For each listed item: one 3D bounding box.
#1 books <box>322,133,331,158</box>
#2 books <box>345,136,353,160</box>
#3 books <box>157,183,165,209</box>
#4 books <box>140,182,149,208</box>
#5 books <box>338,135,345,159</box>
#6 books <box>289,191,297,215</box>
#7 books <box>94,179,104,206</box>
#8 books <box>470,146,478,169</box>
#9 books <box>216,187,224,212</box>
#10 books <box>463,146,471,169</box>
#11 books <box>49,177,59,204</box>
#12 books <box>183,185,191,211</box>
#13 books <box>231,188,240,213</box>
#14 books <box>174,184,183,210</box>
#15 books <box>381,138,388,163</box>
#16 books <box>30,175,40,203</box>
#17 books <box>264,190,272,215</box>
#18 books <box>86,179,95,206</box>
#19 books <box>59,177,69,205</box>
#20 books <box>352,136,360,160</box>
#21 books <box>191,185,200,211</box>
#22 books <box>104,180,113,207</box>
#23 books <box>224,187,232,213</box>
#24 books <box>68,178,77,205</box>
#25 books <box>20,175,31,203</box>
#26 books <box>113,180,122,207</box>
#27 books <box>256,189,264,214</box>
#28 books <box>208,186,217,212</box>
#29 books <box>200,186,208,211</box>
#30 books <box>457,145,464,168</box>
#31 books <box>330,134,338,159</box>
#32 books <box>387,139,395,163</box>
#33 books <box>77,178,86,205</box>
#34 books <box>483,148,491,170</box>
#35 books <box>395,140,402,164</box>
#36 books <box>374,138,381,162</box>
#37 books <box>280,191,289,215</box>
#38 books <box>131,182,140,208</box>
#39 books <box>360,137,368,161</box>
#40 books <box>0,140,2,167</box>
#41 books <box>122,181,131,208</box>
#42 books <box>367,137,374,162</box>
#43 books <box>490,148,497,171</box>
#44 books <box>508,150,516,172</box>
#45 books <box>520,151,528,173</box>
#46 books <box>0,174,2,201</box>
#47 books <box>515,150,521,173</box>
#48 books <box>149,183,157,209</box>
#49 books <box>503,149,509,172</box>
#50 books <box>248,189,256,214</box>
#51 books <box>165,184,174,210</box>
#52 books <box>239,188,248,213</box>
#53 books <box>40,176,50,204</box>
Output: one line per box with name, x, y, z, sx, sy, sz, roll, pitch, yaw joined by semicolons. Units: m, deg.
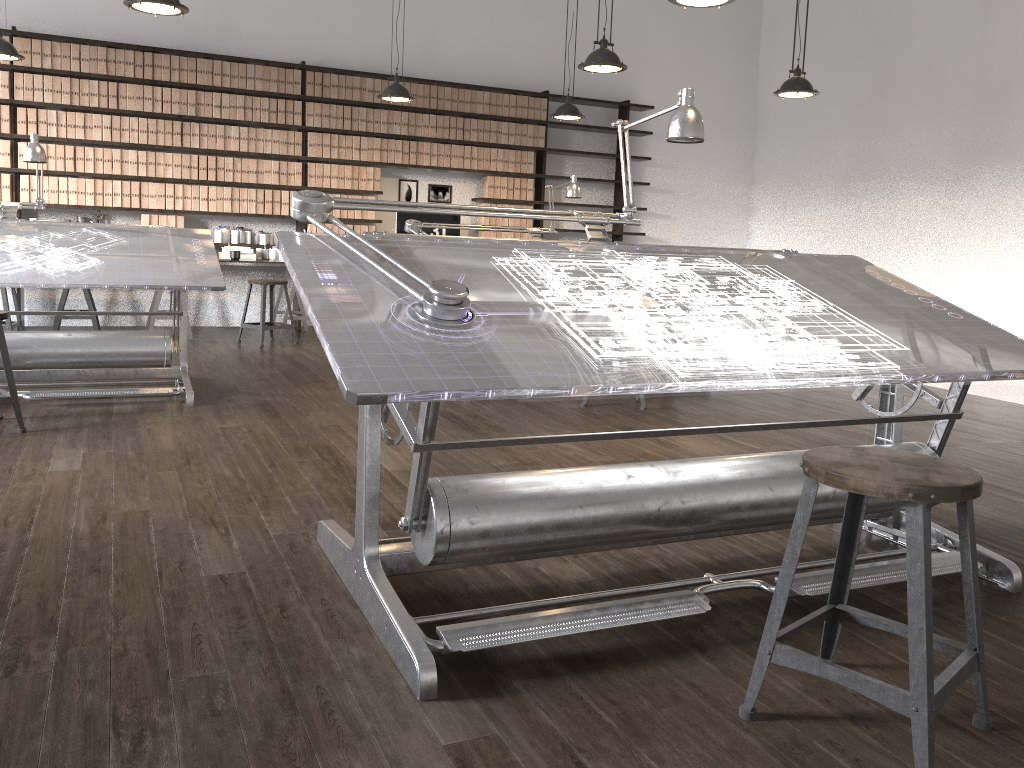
books;-1.755;-2.226;8.304;0.067;0.224;0.175;0;8;-24
books;-1.564;-2.232;8.395;0.067;0.224;0.175;0;8;-24
books;-3.086;-1.646;7.779;0.067;0.224;0.175;0;8;-24
books;-3.206;-1.644;7.732;0.067;0.224;0.175;0;8;-24
books;-1.628;-2.231;8.369;0.067;0.224;0.175;0;8;-24
books;-2.046;-1.678;8.246;0.067;0.224;0.175;0;8;-24
books;-3.536;-1.634;7.584;0.067;0.224;0.175;0;8;-24
books;-0.410;-2.267;8.908;0.067;0.224;0.175;0;8;-24
books;-2.640;-1.660;7.983;0.067;0.224;0.175;0;8;-24
books;-0.475;-2.264;8.875;0.067;0.224;0.175;0;8;-24
books;-3.846;-1.624;7.445;0.067;0.224;0.175;0;8;-24
books;-2.893;-1.653;7.873;0.067;0.224;0.175;0;8;-24
books;-2.518;-1.664;8.039;0.067;0.224;0.175;0;8;-24
books;-2.955;-1.651;7.841;0.067;0.224;0.175;0;8;-24
books;-1.254;-2.242;8.534;0.067;0.224;0.175;0;8;-24
books;-3.973;-1.620;7.386;0.067;0.224;0.175;0;8;-24
books;-2.253;-1.671;8.151;0.067;0.224;0.175;0;8;-24
books;-3.595;-1.631;7.551;0.067;0.224;0.175;0;8;-24
books;-3.780;-1.626;7.470;0.067;0.224;0.175;0;8;-24
books;-1.498;-2.234;8.420;0.067;0.224;0.175;0;8;-24
books;-2.828;-1.655;7.899;0.067;0.224;0.175;0;8;-24
books;-3.471;-1.636;7.613;0.067;0.224;0.175;0;8;-24
books;-2.577;-1.661;8.006;0.067;0.224;0.175;0;8;-24
books;-3.715;-1.628;7.501;0.067;0.224;0.175;0;8;-24
books;-4.038;-1.618;7.354;0.067;0.224;0.175;0;8;-24
books;-3.405;-1.637;7.638;0.067;0.224;0.175;0;8;-24
books;-2.324;-1.670;8.126;0.067;0.224;0.175;0;8;-24
books;-2.697;-1.658;7.956;0.067;0.224;0.175;0;8;-24
books;-2.762;-1.656;7.925;0.067;0.224;0.175;0;8;-24
books;-0.541;-2.262;8.846;0.067;0.224;0.175;0;8;-24
books;-1.690;-2.228;8.337;0.067;0.224;0.175;0;8;-24
books;-1.189;-2.244;8.563;0.067;0.224;0.175;0;8;-24
books;-3.658;-1.630;7.528;0.067;0.224;0.175;0;8;-24
books;-0.284;-2.271;8.967;0.067;0.224;0.175;0;8;-24
books;-1.123;-2.245;8.589;0.067;0.224;0.175;0;8;-24
books;-1.313;-2.239;8.502;0.067;0.224;0.175;0;8;-24
books;-2.117;-1.676;8.213;0.067;0.224;0.175;0;8;-24
books;-3.271;-1.641;7.697;0.067;0.224;0.175;0;8;-24
books;-1.432;-2.236;8.452;0.067;0.224;0.175;0;8;-24
books;-4.204;-1.881;7.250;0.067;0.224;0.175;0;8;-24
books;-3.342;-1.640;7.672;0.067;0.224;0.175;0;8;-24
books;-1.376;-2.238;8.479;0.067;0.224;0.175;0;8;-24
books;-0.218;-2.272;8.992;0.067;0.224;0.175;0;8;-24
books;-0.033;-2.277;9.073;0.067;0.224;0.175;0;8;-24
books;0.091;-2.282;9.135;0.067;0.224;0.175;0;8;-24
books;-4.229;-1.613;7.275;0.067;0.224;0.175;0;8;-24
books;0.026;-2.280;9.106;0.067;0.224;0.175;0;8;-24
books;-3.145;-1.645;7.757;0.067;0.224;0.175;0;8;-24
books;-0.096;-2.276;9.050;0.067;0.224;0.175;0;8;-24
books;-2.387;-1.667;8.093;0.067;0.224;0.175;0;8;-24
books;-3.019;-1.648;7.808;0.067;0.224;0.175;0;8;-24
books;-2.453;-1.666;8.068;0.067;0.224;0.175;0;8;-24
books;-3.911;-1.623;7.418;0.067;0.224;0.175;0;8;-24
